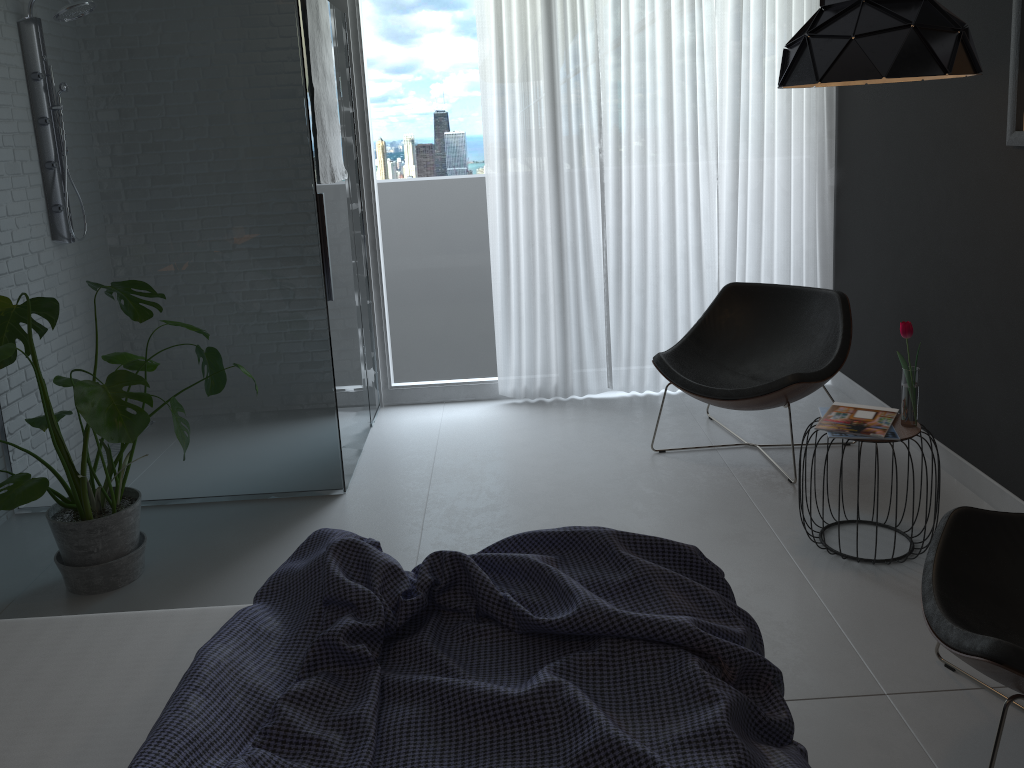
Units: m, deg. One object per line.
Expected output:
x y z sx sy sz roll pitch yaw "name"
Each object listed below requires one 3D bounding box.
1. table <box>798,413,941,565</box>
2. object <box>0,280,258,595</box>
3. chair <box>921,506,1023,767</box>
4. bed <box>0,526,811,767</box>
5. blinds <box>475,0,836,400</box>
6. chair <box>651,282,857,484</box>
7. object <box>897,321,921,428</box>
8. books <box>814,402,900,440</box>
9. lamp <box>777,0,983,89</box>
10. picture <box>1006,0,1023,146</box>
1.228 0.344 3.052 0.453 0.428 0.457 -9 15 -22 "table"
-1.398 0.165 3.095 0.851 1.030 1.008 1 15 17 "object"
1.342 0.535 1.929 0.814 0.679 0.804 2 15 20 "chair"
-0.803 0.164 1.247 2.607 2.007 2.608 -3 15 0 "bed"
0.776 -1.257 4.620 1.852 2.652 0.139 -3 12 -1 "blinds"
1.092 -0.051 3.981 0.794 0.679 0.824 9 19 41 "chair"
1.315 -0.029 2.930 0.066 0.349 0.078 4 14 31 "object"
-2.426 0.921 1.626 8.271 0.366 0.411 -10 16 -21 "books"
1.115 -1.384 2.689 0.583 0.887 0.619 1 14 17 "lamp"
1.712 -0.892 2.017 0.041 0.709 1.988 -3 16 0 "picture"
